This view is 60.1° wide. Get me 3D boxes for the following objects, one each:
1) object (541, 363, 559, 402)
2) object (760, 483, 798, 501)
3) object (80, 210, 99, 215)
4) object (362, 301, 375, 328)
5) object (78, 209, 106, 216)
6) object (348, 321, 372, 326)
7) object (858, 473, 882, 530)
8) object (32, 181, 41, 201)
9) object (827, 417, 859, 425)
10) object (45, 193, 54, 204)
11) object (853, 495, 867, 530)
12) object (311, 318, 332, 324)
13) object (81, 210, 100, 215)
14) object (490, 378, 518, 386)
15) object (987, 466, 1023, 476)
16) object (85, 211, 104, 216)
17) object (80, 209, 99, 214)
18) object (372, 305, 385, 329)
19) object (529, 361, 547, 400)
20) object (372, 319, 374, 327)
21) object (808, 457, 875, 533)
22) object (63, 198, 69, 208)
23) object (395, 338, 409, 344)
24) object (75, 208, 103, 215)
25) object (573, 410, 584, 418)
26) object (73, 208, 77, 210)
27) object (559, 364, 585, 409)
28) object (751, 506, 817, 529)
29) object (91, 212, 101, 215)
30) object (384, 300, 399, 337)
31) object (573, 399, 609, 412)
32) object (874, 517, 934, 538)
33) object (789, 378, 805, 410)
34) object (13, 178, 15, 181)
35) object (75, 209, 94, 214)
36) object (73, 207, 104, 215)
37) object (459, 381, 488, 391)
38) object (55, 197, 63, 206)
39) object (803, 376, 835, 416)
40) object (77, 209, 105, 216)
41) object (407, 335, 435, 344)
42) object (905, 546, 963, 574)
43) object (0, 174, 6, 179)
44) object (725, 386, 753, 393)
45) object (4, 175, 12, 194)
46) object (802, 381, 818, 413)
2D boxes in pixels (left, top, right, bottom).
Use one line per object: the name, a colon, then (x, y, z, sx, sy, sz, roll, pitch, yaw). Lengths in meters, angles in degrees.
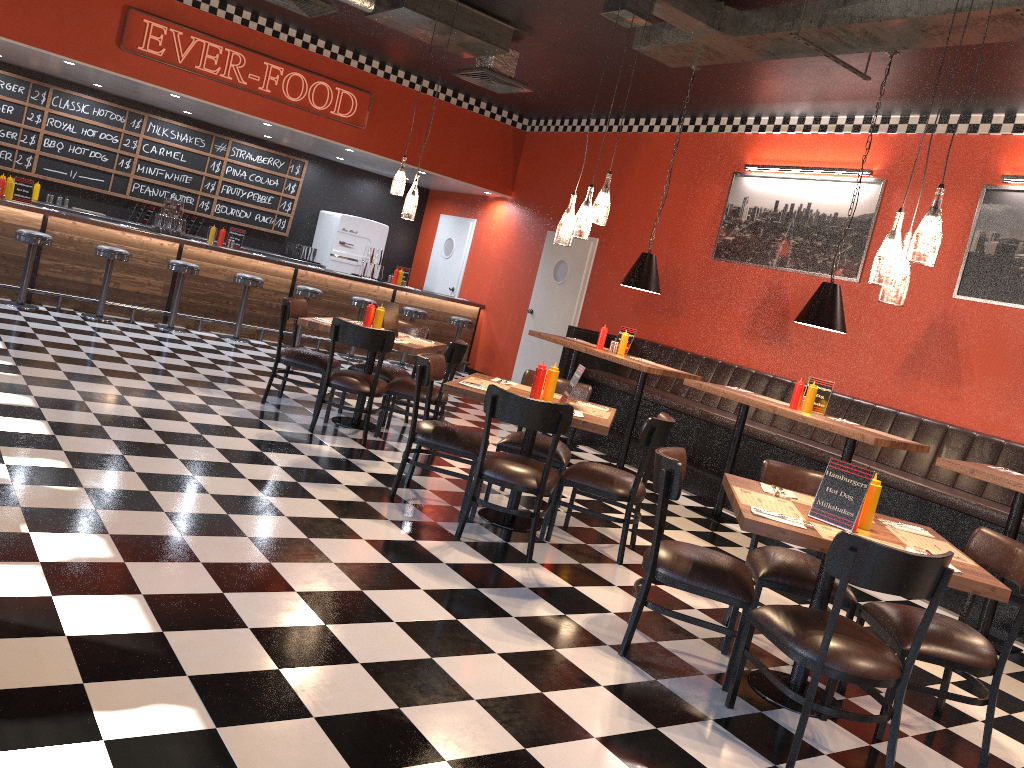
object: (0.237, -0.013, 5.338, 0.067, 0.237, 0.068, 11, 5, -31)
object: (1.221, 0.490, 4.044, 0.158, 0.019, 0.255, 15, 7, 10)
object: (-5.467, -2.221, 11.437, 0.364, 0.001, 0.263, 10, 8, -31)
object: (-1.130, -0.540, 7.013, 0.068, 0.237, 0.068, 14, 4, 6)
object: (-5.465, -2.228, 11.437, 0.364, 0.001, 0.263, 9, 8, -37)
object: (-1.279, -0.515, 7.461, 0.158, 0.019, 0.255, 15, 7, 11)
object: (1.481, 0.483, 3.673, 0.067, 0.237, 0.068, 11, 5, -31)
object: (-5.960, -2.422, 11.104, 0.067, 0.237, 0.068, 11, 5, -35)
object: (2.409, 0.264, 6.460, 0.254, 0.019, 0.158, 8, 8, -40)
object: (-5.842, -2.351, 11.200, 0.093, 0.135, 0.047, 14, 4, -2)
object: (1.406, 0.471, 3.619, 0.067, 0.237, 0.068, 11, 5, -31)
object: (-1.425, -0.485, 6.906, 0.255, 0.019, 0.158, 15, 7, 12)
object: (-5.466, -2.224, 11.437, 0.364, 0.001, 0.263, 9, 8, -34)
object: (-0.052, -0.016, 5.740, 0.158, 0.019, 0.255, 15, 7, 10)
object: (3.066, 0.534, 5.512, 0.254, 0.019, 0.158, 8, 8, -40)
object: (-5.466, -2.222, 11.437, 0.364, 0.001, 0.263, 9, 8, -34)
object: (-5.464, -2.233, 11.437, 0.364, 0.001, 0.263, 9, 8, -37)
object: (-1.048, -0.516, 6.974, 0.067, 0.237, 0.068, 12, 5, -22)
object: (0.162, -0.025, 5.284, 0.067, 0.237, 0.068, 11, 5, -31)
object: (-1.082, -0.484, 7.092, 0.094, 0.135, 0.046, 18, 6, 43)
object: (1.333, 0.447, 3.590, 0.189, 0.256, 0.072, 18, 6, 43)
object: (-5.674, -2.320, 11.285, 0.046, 0.135, 0.094, 10, 6, -42)
object: (-0.873, -0.334, 6.759, 0.158, 0.019, 0.255, 15, 7, 9)
object: (-5.464, -2.232, 11.437, 0.364, 0.001, 0.263, 9, 8, -36)
object: (0.334, 0.154, 5.078, 0.157, 0.019, 0.256, 14, 6, 1)
object: (-5.466, -2.223, 11.437, 0.364, 0.001, 0.263, 9, 8, -37)
object: (0.363, 0.007, 5.347, 0.072, 0.256, 0.189, 13, 5, -7)
object: (1.060, 0.520, 3.455, 0.255, 0.019, 0.158, 15, 7, 11)
object: (-5.465, -2.226, 11.437, 0.364, 0.001, 0.263, 9, 8, -33)
object: (-0.973, -0.527, 7.140, 0.189, 0.256, 0.072, 18, 6, 43)
object: (0.490, 0.130, 5.615, 0.255, 0.019, 0.158, 15, 7, 10)
object: (1.725, 0.626, 3.927, 0.255, 0.019, 0.158, 14, 6, 2)
object: (2.109, 0.069, 6.536, 0.067, 0.237, 0.068, 12, 4, -17)
object: (-6.134, -2.443, 10.919, 0.068, 0.237, 0.068, 16, 5, 30)
object: (-5.467, -2.220, 11.438, 0.364, 0.001, 0.263, 9, 8, -36)
object: (-5.464, -2.234, 11.437, 0.364, 0.001, 0.263, 9, 8, -35)
object: (-0.182, 0.015, 5.199, 0.255, 0.019, 0.158, 15, 6, 8)
object: (-5.758, -2.339, 11.273, 0.047, 0.135, 0.094, 14, 5, 8)
object: (2.298, 0.089, 6.677, 0.189, 0.256, 0.072, 17, 5, 32)
object: (-5.466, -2.225, 11.437, 0.364, 0.001, 0.263, 9, 8, -35)
object: (-0.763, -0.370, 7.295, 0.255, 0.019, 0.158, 14, 6, 3)
object: (1.591, 0.660, 3.362, 0.157, 0.019, 0.255, 15, 7, 8)
object: (-6.248, -2.463, 10.853, 0.067, 0.237, 0.068, 10, 5, -38)
object: (1.843, 0.038, 7.220, 0.254, 0.019, 0.158, 8, 8, -40)
object: (-6.211, -2.464, 10.938, 0.068, 0.237, 0.068, 16, 5, 30)
object: (2.191, 0.093, 6.497, 0.067, 0.237, 0.068, 11, 5, -28)
